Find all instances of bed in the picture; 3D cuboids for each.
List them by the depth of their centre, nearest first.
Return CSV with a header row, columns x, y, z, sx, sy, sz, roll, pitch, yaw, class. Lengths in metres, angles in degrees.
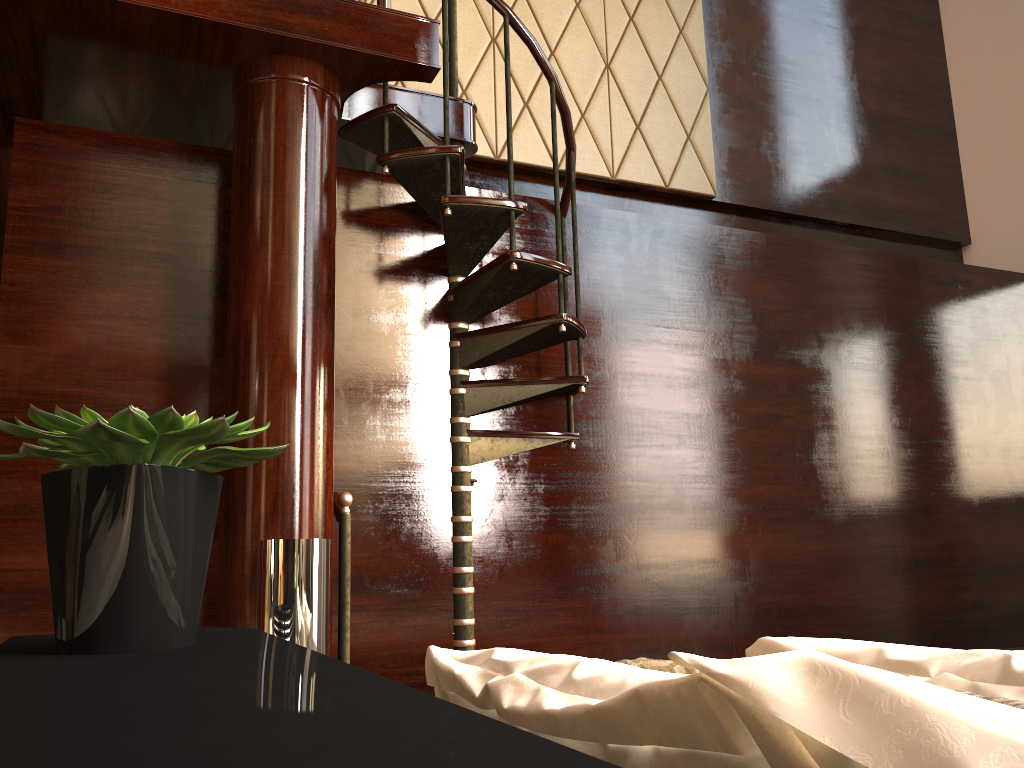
x,y,z,sx,sy,sz,roll,pitch,yaw,class
0.896,0.502,0.639,2.381,0.660,1.985,3,-12,-24,bed

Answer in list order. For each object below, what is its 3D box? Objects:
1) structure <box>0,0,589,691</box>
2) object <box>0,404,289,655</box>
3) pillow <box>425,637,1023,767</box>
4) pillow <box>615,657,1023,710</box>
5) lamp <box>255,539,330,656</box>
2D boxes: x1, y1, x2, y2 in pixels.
x,y,z,sx,sy,sz,roll,pitch,yaw,class
-0.509,-0.792,0.420,3.750,3.189,6.107,3,-12,-24,structure
-0.325,0.120,0.758,0.241,0.205,0.256,9,-15,-42,object
0.423,0.291,0.477,0.685,0.320,1.322,3,-12,-22,pillow
0.436,0.322,0.505,0.293,0.271,1.123,3,-12,-23,pillow
-0.290,0.399,1.158,0.109,0.385,0.106,2,-12,-17,lamp
